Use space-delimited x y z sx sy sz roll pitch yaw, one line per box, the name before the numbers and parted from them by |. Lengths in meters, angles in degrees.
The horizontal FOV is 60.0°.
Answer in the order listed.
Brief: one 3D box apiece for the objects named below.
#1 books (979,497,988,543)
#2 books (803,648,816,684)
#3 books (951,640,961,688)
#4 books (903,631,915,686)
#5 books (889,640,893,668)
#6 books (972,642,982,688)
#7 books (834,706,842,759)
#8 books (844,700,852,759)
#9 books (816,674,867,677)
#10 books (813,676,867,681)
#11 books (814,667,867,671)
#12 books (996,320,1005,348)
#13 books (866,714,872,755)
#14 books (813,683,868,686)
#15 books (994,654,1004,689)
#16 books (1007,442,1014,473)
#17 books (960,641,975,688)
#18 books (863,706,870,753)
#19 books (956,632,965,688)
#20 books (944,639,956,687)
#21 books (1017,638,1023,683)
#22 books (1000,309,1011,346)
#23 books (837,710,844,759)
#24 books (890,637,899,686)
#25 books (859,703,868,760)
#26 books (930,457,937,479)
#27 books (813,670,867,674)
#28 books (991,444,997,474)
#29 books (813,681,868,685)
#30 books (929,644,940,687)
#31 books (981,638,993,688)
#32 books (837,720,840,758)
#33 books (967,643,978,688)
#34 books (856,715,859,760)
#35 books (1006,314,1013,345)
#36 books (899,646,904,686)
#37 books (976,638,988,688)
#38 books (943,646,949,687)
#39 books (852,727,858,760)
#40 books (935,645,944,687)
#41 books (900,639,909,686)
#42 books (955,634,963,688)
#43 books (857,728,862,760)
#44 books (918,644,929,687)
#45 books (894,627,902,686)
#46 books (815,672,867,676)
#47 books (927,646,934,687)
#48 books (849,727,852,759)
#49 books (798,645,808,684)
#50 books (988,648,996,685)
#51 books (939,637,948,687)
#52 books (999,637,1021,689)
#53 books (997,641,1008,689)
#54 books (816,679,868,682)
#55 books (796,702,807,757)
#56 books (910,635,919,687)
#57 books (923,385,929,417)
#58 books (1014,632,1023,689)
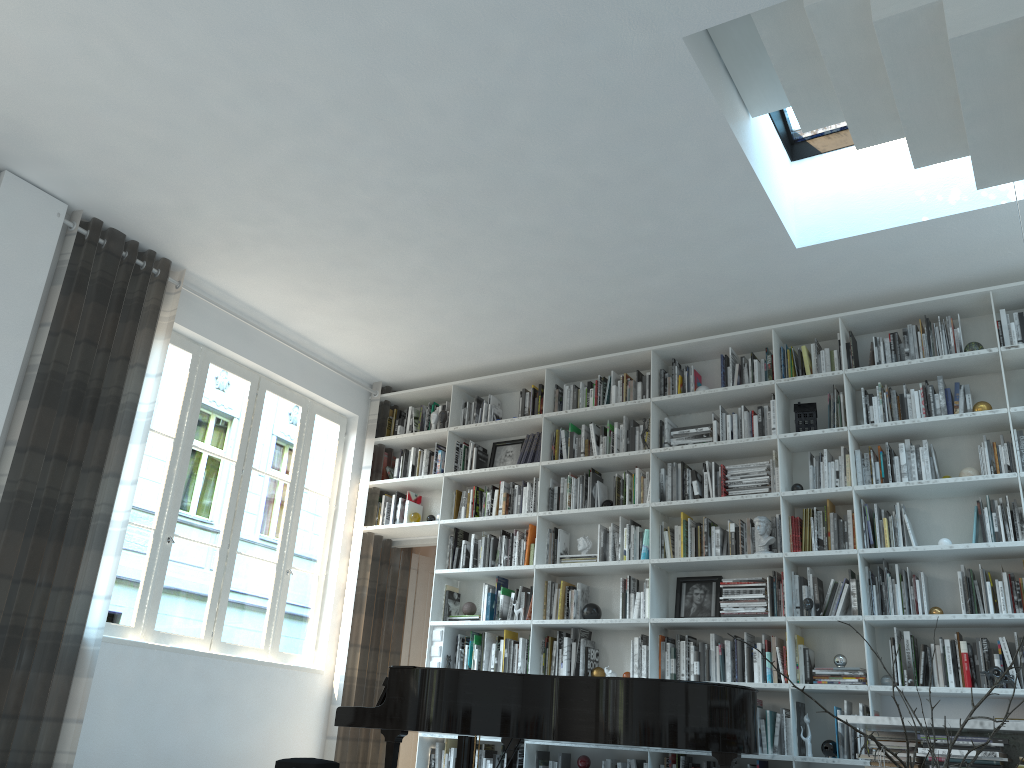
books | 2.621 0.785 4.911 0.016 0.289 0.135 -9 -25 30
books | 1.719 1.641 5.118 0.030 0.209 0.137 -9 -25 30
books | 2.383 1.511 4.754 0.016 0.259 0.098 -9 -25 30
books | 2.180 1.512 4.835 0.030 0.293 0.189 -9 -25 30
books | 2.110 1.551 4.888 0.012 0.253 0.161 -9 -25 30
books | 2.468 1.500 4.689 0.021 0.241 0.131 -9 -25 30
books | 1.784 1.900 4.829 0.005 0.263 0.163 -9 -25 30
books | 1.829 1.881 4.821 0.032 0.299 0.149 -9 -25 30
books | 1.849 1.638 4.954 0.254 0.012 0.161 -12 -27 34
books | 1.846 1.648 4.946 0.285 0.012 0.160 -11 -27 32
books | 1.847 1.601 4.961 0.254 0.012 0.161 -14 -29 38
books | 2.865 -0.238 5.180 0.023 0.218 0.172 -9 -25 30
books | 1.924 1.890 4.739 0.013 0.232 0.149 -9 -25 30
books | 1.844 1.681 4.933 0.285 0.012 0.160 -11 -27 32
books | 2.541 1.509 4.618 0.025 0.180 0.169 -9 -25 30
books | 2.785 0.449 4.942 0.013 0.220 0.156 -9 -25 30
books | 2.414 1.499 4.698 0.031 0.243 0.185 -9 -25 30
books | 1.921 1.880 4.764 0.015 0.269 0.158 -9 -25 30
books | 2.396 1.479 4.715 0.012 0.292 0.175 -9 -25 30
books | 2.349 1.506 4.738 0.025 0.251 0.182 -9 -25 30
books | 2.646 1.457 4.582 0.021 0.263 0.150 -9 -25 30
books | 2.893 -0.274 5.185 0.028 0.293 0.150 -9 -25 30
books | 1.798 1.903 4.808 0.014 0.245 0.177 -9 -25 30
books | 2.116 1.537 4.865 0.023 0.261 0.187 -9 -25 30
books | 1.895 1.868 4.759 0.021 0.283 0.173 -9 -25 30
books | 2.453 0.528 5.148 0.015 0.188 0.104 -9 -25 30
books | 1.850 1.615 4.962 0.285 0.012 0.160 -12 -27 33
books | 2.724 0.464 4.997 0.011 0.226 0.132 -9 -25 30
books | 1.847 1.672 4.941 0.285 0.012 0.160 -12 -27 34
books | 2.291 1.532 4.787 0.029 0.233 0.143 -9 -25 30
books | 2.506 1.480 4.661 0.026 0.262 0.170 -9 -25 30
books | 1.795 1.918 4.825 0.012 0.228 0.130 -9 -25 30
books | 2.445 1.503 4.694 0.025 0.237 0.157 -9 -25 30
books | 1.874 1.903 4.769 0.012 0.224 0.149 -9 -25 30
books | 2.915 -0.260 5.177 0.014 0.263 0.140 -9 -25 30
books | 2.153 1.552 4.868 0.015 0.239 0.153 -9 -25 30
books | 2.480 1.482 4.668 0.026 0.261 0.174 -9 -25 30
books | 2.340 1.529 4.754 0.012 0.220 0.153 -9 -25 30
books | 1.849 1.900 4.765 0.026 0.224 0.175 -9 -25 30
books | 2.312 1.530 4.769 0.024 0.227 0.160 -9 -25 30
books | 2.157 1.534 4.842 0.023 0.255 0.178 -9 -25 30
books | 2.397 1.492 4.737 0.012 0.284 0.160 -9 -25 30
books | 1.875 1.902 4.748 0.011 0.211 0.179 -9 -25 30
books | 2.236 1.538 4.806 0.065 0.230 0.162 -9 -25 30
books | 2.132 1.510 4.868 0.010 0.315 0.187 -9 -25 30
books | 1.844 1.623 4.951 0.254 0.012 0.161 -10 -26 30
books | 2.269 1.539 4.786 0.011 0.216 0.176 -9 -25 30
books | 1.845 1.922 4.790 0.013 0.201 0.139 -9 -25 30
books | 1.693 1.636 5.134 0.027 0.228 0.141 -9 -25 30
books | 2.526 1.501 4.640 0.022 0.210 0.136 -9 -25 30
books | 2.328 1.508 4.765 0.014 0.266 0.172 -9 -25 30
books | 2.591 1.461 4.603 0.070 0.265 0.186 -9 -25 30
books | 2.560 1.476 4.624 0.012 0.248 0.165 -9 -25 30
books | 1.847 1.659 4.944 0.254 0.012 0.161 -13 -28 35
books | 1.625 1.937 4.972 0.012 0.284 0.160 -9 -25 30
books | 2.202 1.520 4.829 0.010 0.276 0.174 -9 -25 30
books | 2.483 0.152 5.299 0.010 0.270 0.120 -9 -25 30
books | 2.632 1.445 4.595 0.013 0.292 0.135 -9 -25 30
